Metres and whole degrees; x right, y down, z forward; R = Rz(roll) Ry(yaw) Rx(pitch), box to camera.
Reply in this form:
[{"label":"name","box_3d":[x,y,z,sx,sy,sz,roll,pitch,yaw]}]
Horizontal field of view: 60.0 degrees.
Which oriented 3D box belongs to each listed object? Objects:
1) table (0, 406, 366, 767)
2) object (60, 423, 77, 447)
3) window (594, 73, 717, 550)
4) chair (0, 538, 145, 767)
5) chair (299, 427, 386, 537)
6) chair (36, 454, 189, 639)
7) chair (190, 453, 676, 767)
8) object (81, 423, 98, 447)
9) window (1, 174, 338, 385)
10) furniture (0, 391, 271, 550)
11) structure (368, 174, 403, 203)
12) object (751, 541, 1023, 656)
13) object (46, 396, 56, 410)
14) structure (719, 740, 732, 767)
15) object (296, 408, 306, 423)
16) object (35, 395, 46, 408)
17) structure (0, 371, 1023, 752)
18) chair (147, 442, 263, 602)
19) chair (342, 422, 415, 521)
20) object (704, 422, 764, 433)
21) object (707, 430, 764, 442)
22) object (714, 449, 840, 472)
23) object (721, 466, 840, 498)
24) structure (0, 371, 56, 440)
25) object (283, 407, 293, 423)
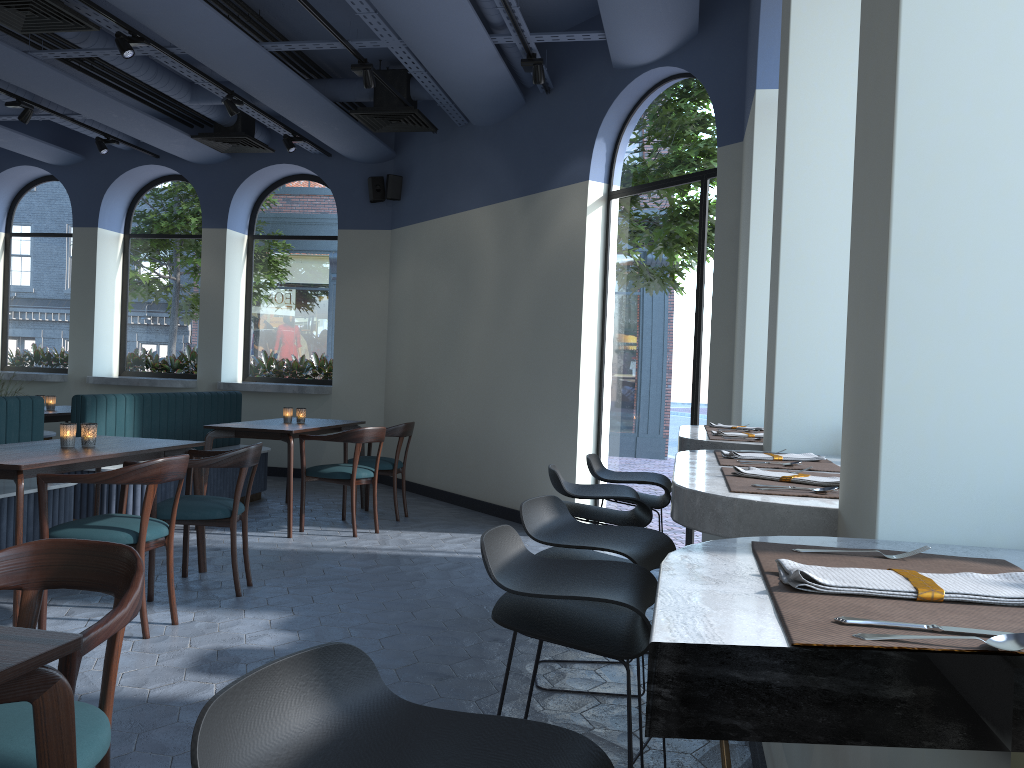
[{"label":"table","box_3d":[-2.879,0.685,3.461,3.997,0.755,9.778,2,1,-5]},{"label":"object","box_3d":[-2.260,0.260,4.514,0.078,0.120,0.078,2,1,-6]},{"label":"window","box_3d":[1.054,-0.482,6.203,0.020,3.335,1.298,2,1,-34]},{"label":"chair","box_3d":[-1.048,0.761,1.822,0.618,0.793,0.525,2,1,10]},{"label":"chair","box_3d":[-1.211,0.697,6.572,0.525,0.793,0.618,3,1,35]},{"label":"chair","box_3d":[-1.761,0.706,4.017,0.525,0.793,0.618,2,1,10]},{"label":"chair","box_3d":[-1.567,0.664,1.501,3.651,0.949,6.322,2,1,10]},{"label":"object","box_3d":[-2.182,0.262,4.573,0.078,0.120,0.078,2,1,-6]},{"label":"window","box_3d":[-1.142,-1.081,5.508,3.897,2.394,14.212,2,1,-28]},{"label":"furniture","box_3d":[-4.870,0.373,6.307,4.703,1.150,4.800,2,1,11]},{"label":"structure","box_3d":[-4.263,-2.089,3.945,7.261,0.268,13.143,2,1,-6]},{"label":"object","box_3d":[0.436,0.211,0.938,0.322,0.027,0.497,2,1,11]},{"label":"object","box_3d":[-3.883,0.159,7.468,0.078,0.120,0.078,3,1,28]},{"label":"structure","box_3d":[-1.378,1.029,0.888,6.894,0.250,5.649,2,1,-17]},{"label":"object","box_3d":[-1.685,0.252,7.080,0.078,0.120,0.078,3,1,28]},{"label":"object","box_3d":[-3.980,0.155,7.482,0.078,0.120,0.078,3,1,28]},{"label":"structure","box_3d":[-1.377,0.139,5.403,4.315,0.080,14.155,2,1,-28]},{"label":"chair","box_3d":[-1.619,0.703,4.727,0.525,0.793,0.618,2,1,-3]},{"label":"chair","box_3d":[-1.078,0.694,7.246,0.525,0.793,0.618,2,1,10]},{"label":"object","box_3d":[1.052,0.198,4.079,0.322,0.027,0.497,2,1,11]},{"label":"object","box_3d":[0.944,0.200,3.527,0.322,0.027,0.497,2,1,11]},{"label":"object","box_3d":[0.747,0.205,2.523,0.322,0.027,0.497,2,1,11]},{"label":"object","box_3d":[0.639,0.207,1.971,0.322,0.027,0.497,2,1,11]},{"label":"structure","box_3d":[-5.203,0.331,6.373,1.143,1.207,4.878,2,1,12]},{"label":"object","box_3d":[-1.790,0.248,7.084,0.078,0.120,0.078,3,1,28]}]
